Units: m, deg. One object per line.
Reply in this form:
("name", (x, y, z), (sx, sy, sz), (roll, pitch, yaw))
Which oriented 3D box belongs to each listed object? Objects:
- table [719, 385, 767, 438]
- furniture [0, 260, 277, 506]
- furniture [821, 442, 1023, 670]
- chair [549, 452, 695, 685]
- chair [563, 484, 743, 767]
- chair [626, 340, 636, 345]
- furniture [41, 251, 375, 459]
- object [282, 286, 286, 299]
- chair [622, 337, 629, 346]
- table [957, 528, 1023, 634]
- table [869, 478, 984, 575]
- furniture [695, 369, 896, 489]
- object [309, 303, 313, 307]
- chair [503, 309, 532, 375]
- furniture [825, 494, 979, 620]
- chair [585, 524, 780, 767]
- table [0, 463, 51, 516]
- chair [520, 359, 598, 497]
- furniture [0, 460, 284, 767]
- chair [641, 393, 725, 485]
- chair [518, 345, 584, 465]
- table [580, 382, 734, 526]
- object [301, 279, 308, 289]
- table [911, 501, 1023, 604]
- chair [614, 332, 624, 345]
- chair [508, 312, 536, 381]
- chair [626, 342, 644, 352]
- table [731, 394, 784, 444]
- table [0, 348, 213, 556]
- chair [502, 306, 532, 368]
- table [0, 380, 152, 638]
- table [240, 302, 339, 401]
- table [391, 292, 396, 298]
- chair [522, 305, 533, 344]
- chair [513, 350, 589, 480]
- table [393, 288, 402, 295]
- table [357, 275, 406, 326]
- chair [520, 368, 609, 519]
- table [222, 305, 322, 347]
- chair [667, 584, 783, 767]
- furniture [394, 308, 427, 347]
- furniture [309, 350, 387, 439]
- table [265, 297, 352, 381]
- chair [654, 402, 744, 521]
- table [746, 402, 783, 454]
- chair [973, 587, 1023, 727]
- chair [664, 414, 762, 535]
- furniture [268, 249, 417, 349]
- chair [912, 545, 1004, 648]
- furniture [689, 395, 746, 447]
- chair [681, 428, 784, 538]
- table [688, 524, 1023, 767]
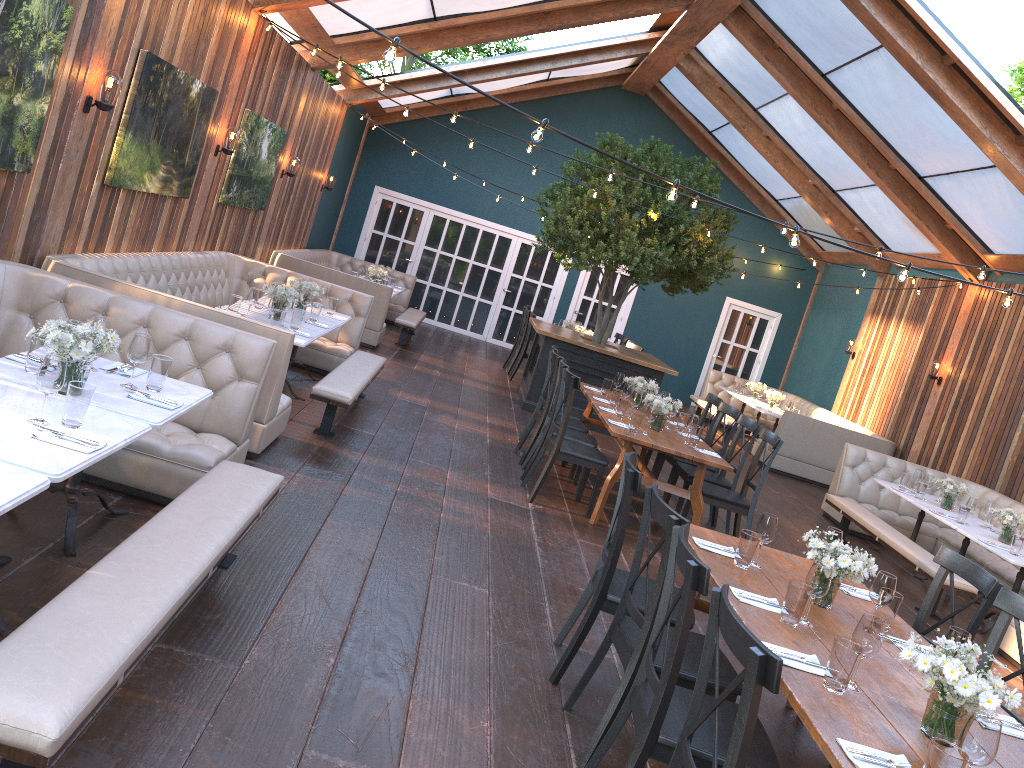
("table", (3.839, 0.515, 14.839), (0.797, 0.669, 0.805), (17, 7, -4))
("furniture", (-2.237, 0.226, 3.099), (1.707, 0.854, 4.190), (17, 8, -4))
("furniture", (4.493, 1.625, 8.006), (1.707, 0.854, 4.190), (17, 8, -4))
("chair", (0.591, 0.891, 4.063), (0.540, 1.015, 0.479), (18, 5, 4))
("chair", (0.636, 0.987, 3.499), (0.538, 1.015, 0.481), (17, 5, -7))
("chair", (1.514, -0.221, 13.627), (0.539, 1.015, 0.480), (17, 5, -4))
("furniture", (-2.373, -0.479, 7.613), (1.707, 0.854, 4.190), (17, 8, -4))
("object", (-2.135, -0.831, 8.223), (0.091, 0.157, 0.093), (16, 6, -17))
("chair", (1.498, -0.309, 14.185), (0.540, 1.015, 0.480), (18, 5, 1))
("table", (4.071, 1.712, 7.177), (0.797, 0.669, 0.805), (17, 7, -4))
("table", (4.021, 1.458, 8.802), (0.797, 0.669, 0.805), (17, 7, -5))
("furniture", (4.311, 0.685, 14.020), (1.707, 0.854, 4.190), (17, 8, -4))
("object", (-1.968, -0.773, 8.685), (0.157, 0.019, 0.257), (17, 8, -4))
("chair", (0.290, -0.596, 13.556), (0.538, 1.015, 0.481), (17, 5, -9))
("furniture", (3.365, 1.518, 7.963), (0.312, 0.397, 2.347), (17, 8, -4))
("chair", (0.627, 1.065, 2.953), (0.540, 1.015, 0.479), (18, 5, 2))
("table", (-1.870, 0.554, 2.326), (0.797, 0.669, 0.805), (17, 7, -4))
("chair", (0.480, 0.356, 7.470), (0.539, 1.015, 0.480), (17, 5, -1))
("furniture", (-1.278, 0.757, 3.187), (0.312, 0.397, 2.347), (17, 8, -4))
("chair", (1.665, 0.555, 8.656), (0.539, 1.015, 0.480), (17, 5, -4))
("chair", (0.458, 0.185, 8.586), (0.540, 1.015, 0.480), (18, 5, 1))
("table", (1.048, 0.643, 7.772), (0.949, 0.725, 2.450), (17, 8, -4))
("object", (-2.024, -0.886, 8.525), (0.091, 0.243, 0.093), (13, 7, -46))
("table", (4.046, 1.585, 7.990), (0.797, 0.669, 0.804), (17, 6, -4))
("chair", (1.481, -0.396, 14.742), (0.538, 1.015, 0.481), (17, 5, -9))
("chair", (0.353, -0.495, 13.001), (0.539, 1.015, 0.480), (17, 5, -4))
("chair", (1.513, -0.137, 13.051), (0.536, 1.015, 0.483), (16, 5, -21))
("table", (3.863, 0.642, 14.026), (0.797, 0.669, 0.804), (17, 6, -4))
("table", (-1.919, 0.300, 3.951), (0.797, 0.669, 0.805), (17, 7, -5))
("chair", (0.259, -0.688, 14.112), (0.540, 1.015, 0.480), (18, 5, 1))
("table", (-1.894, 0.427, 3.139), (0.797, 0.669, 0.804), (17, 6, -4))
("table", (-2.030, -0.276, 7.639), (0.797, 0.669, 0.804), (17, 6, -4))
("table", (-2.189, -1.092, 12.862), (0.797, 0.669, 0.805), (17, 7, -5))
("chair", (0.318, -0.752, 14.675), (0.540, 1.015, 0.480), (18, 5, 2))
("chair", (0.440, 0.262, 8.027), (0.538, 1.015, 0.481), (17, 5, -9))
("table", (-2.213, -1.219, 13.675), (0.797, 0.669, 0.804), (17, 6, -4))
("table", (-2.238, -1.346, 14.487), (0.797, 0.669, 0.805), (17, 7, -4))
("chair", (0.497, 0.443, 6.912), (0.538, 1.015, 0.481), (17, 5, -9))
("table", (-2.006, -0.149, 6.826), (0.797, 0.669, 0.805), (17, 7, -4))
("chair", (0.650, 1.154, 2.396), (0.539, 1.015, 0.480), (17, 5, -4))
("furniture", (-1.597, -0.890, 13.734), (0.312, 0.397, 2.347), (17, 8, -4))
("furniture", (-1.414, 0.054, 7.687), (0.312, 0.397, 2.347), (17, 8, -4))
("table", (-2.055, -0.403, 8.451), (0.797, 0.669, 0.805), (17, 7, -5))
("chair", (1.682, 0.642, 8.098), (0.538, 1.015, 0.481), (17, 5, -9))
("table", (3.888, 0.769, 13.214), (0.797, 0.669, 0.805), (17, 7, -5))
("chair", (1.819, 1.348, 3.581), (0.538, 1.015, 0.481), (17, 5, -9))
("chair", (1.699, 0.729, 7.540), (0.539, 1.015, 0.480), (17, 5, -4))
("furniture", (-2.556, -1.420, 13.637), (1.707, 0.854, 4.190), (17, 8, -4))
("chair", (1.802, 1.260, 4.139), (0.539, 1.015, 0.480), (17, 5, -4))
("furniture", (3.182, 0.573, 14.010), (0.312, 0.397, 2.347), (17, 8, -4))
("chair", (1.716, 0.816, 6.983), (0.540, 1.015, 0.480), (18, 5, 1))
("table", (1.184, 1.345, 3.280), (0.949, 0.725, 2.450), (17, 8, -4))
